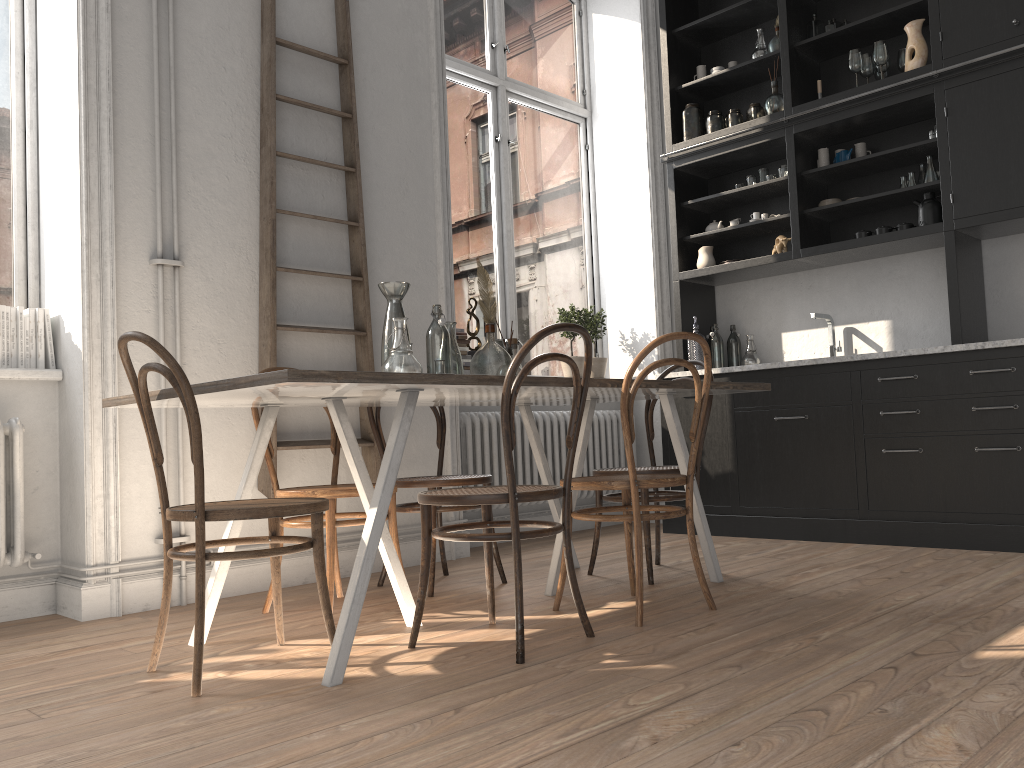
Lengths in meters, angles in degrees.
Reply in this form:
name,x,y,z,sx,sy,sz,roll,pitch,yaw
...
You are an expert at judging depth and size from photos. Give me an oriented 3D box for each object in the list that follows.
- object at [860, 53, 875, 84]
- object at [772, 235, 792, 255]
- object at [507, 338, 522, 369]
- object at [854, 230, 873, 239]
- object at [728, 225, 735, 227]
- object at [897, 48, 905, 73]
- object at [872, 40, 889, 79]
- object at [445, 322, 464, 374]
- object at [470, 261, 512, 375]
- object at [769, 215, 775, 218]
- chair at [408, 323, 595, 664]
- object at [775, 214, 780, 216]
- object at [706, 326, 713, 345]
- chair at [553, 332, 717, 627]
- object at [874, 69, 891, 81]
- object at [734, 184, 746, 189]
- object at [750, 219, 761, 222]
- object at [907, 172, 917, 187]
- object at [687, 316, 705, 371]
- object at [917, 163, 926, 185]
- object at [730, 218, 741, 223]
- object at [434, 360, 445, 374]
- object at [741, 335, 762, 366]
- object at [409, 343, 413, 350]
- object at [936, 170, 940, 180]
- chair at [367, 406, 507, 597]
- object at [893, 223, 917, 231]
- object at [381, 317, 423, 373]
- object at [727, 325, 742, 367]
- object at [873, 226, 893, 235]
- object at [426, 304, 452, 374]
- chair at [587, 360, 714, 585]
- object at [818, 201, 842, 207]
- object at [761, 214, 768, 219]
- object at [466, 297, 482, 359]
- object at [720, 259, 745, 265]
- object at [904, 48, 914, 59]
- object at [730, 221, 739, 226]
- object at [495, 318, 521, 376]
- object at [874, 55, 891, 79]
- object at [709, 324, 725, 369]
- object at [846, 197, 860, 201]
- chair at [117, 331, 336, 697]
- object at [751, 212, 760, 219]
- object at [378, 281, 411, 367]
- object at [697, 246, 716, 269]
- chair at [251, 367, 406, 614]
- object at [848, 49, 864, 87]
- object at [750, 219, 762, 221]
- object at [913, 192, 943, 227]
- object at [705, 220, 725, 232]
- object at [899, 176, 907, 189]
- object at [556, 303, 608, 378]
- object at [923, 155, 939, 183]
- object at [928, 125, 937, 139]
name,x,y,z,sx,sy,sz,roll,pitch,yaw
object,1.935,-1.678,4.824,0.083,0.221,0.083,-5,-4,37
object,1.549,-0.794,5.100,0.069,0.123,0.173,-2,-3,-13
object,0.007,-0.073,3.474,0.101,0.211,0.101,-2,-3,-6
object,1.887,-0.797,4.762,0.104,0.059,0.088,-5,-4,33
object,1.359,-0.953,5.409,0.085,0.017,0.085,-5,-5,40
object,2.120,-1.689,4.775,0.083,0.221,0.083,-5,-4,44
object,1.945,-1.688,4.671,0.083,0.221,0.083,-2,-3,1
object,-0.229,-0.098,3.248,0.100,0.255,0.098,-4,-3,22
object,-0.078,-0.204,3.181,0.156,0.446,0.157,-1,-3,-27
object,1.546,-0.976,5.240,0.049,0.041,0.056,-3,-3,18
chair,-0.023,0.305,2.636,0.549,0.920,0.438,-5,-4,40
object,1.570,-0.982,5.229,0.048,0.041,0.058,-4,-4,23
object,1.269,-0.213,5.574,0.086,0.301,0.086,-1,-4,-31
chair,0.415,0.311,3.025,0.438,0.920,0.549,0,-4,-34
object,2.045,-1.679,4.891,0.083,0.221,0.083,-2,-3,-14
object,1.379,-1.177,5.359,0.071,0.047,0.072,-2,-3,-7
object,1.463,-0.964,5.292,0.085,0.016,0.085,-2,-4,-14
object,2.091,-1.058,4.635,0.058,0.094,0.058,-2,-3,-6
object,1.126,-0.243,5.414,0.109,0.349,0.109,-4,-3,26
object,2.184,-1.089,4.710,0.083,0.158,0.083,0,-4,-34
object,1.358,-0.987,5.409,0.055,0.047,0.058,0,-4,-30
object,-0.242,-0.033,2.989,0.058,0.094,0.058,-1,-3,-17
object,1.465,-0.190,5.439,0.132,0.219,0.120,1,-4,-45
object,-0.353,-0.058,3.014,0.083,0.158,0.083,-5,-4,40
object,2.252,-1.067,4.678,0.067,0.108,0.067,-4,-4,33
chair,-0.335,0.387,3.763,0.438,0.920,0.549,0,-4,-38
object,2.047,-0.812,4.622,0.104,0.059,0.088,0,-4,-37
object,-0.355,-0.100,2.835,0.132,0.219,0.132,-5,-4,34
object,1.389,-0.219,5.545,0.086,0.301,0.086,-2,-3,0
object,1.962,-0.805,4.678,0.104,0.059,0.088,-4,-4,23
object,-0.259,-0.128,3.117,0.086,0.301,0.086,-4,-4,30
chair,0.609,0.351,3.819,0.549,0.920,0.438,0,-4,-33
object,-0.562,-0.091,3.356,5.827,1.841,0.792,1,-4,-40
object,1.490,-0.976,5.237,0.049,0.054,0.039,-1,-3,-20
object,-0.225,-0.269,5.204,0.122,0.488,0.102,-1,-3,-21
object,1.361,-0.723,5.408,0.180,0.037,0.180,-4,-4,30
object,2.096,-1.676,4.671,0.046,0.186,0.046,-3,-3,17
object,1.359,-0.967,5.408,0.056,0.033,0.058,-4,-4,19
object,-0.011,-0.115,3.351,0.107,0.283,0.107,-5,-4,40
object,1.993,-1.684,4.765,0.083,0.221,0.083,-5,-4,44
object,1.257,-0.219,5.451,0.086,0.301,0.086,-4,-4,30
object,1.931,-1.017,4.976,0.112,0.036,0.112,-2,-3,-3
chair,-0.781,0.326,2.453,0.549,0.920,0.438,0,-4,-37
object,1.458,-0.995,5.299,0.039,0.055,0.049,-1,-4,-25
object,-0.409,-0.162,3.129,0.116,0.382,0.116,0,-4,-34
object,1.198,-0.767,5.472,0.115,0.144,0.127,-4,-3,23
chair,-0.684,0.374,3.302,0.549,0.920,0.438,-5,-4,43
object,1.850,-1.678,4.762,0.083,0.221,0.083,-2,-3,-14
object,1.461,-0.971,5.294,0.085,0.016,0.085,-2,-3,-5
object,2.151,-0.886,4.552,0.124,0.191,0.129,-1,-3,-17
object,1.267,-0.970,5.540,0.125,0.100,0.140,-4,-4,26
object,2.080,-1.053,4.706,0.058,0.094,0.058,-2,-3,-6
object,0.467,-0.273,5.906,0.234,0.523,0.500,-4,-4,34
object,2.158,-1.096,4.571,0.083,0.158,0.083,-4,-4,29
object,2.202,-1.292,4.611,0.040,0.116,0.080,-1,-3,-25
